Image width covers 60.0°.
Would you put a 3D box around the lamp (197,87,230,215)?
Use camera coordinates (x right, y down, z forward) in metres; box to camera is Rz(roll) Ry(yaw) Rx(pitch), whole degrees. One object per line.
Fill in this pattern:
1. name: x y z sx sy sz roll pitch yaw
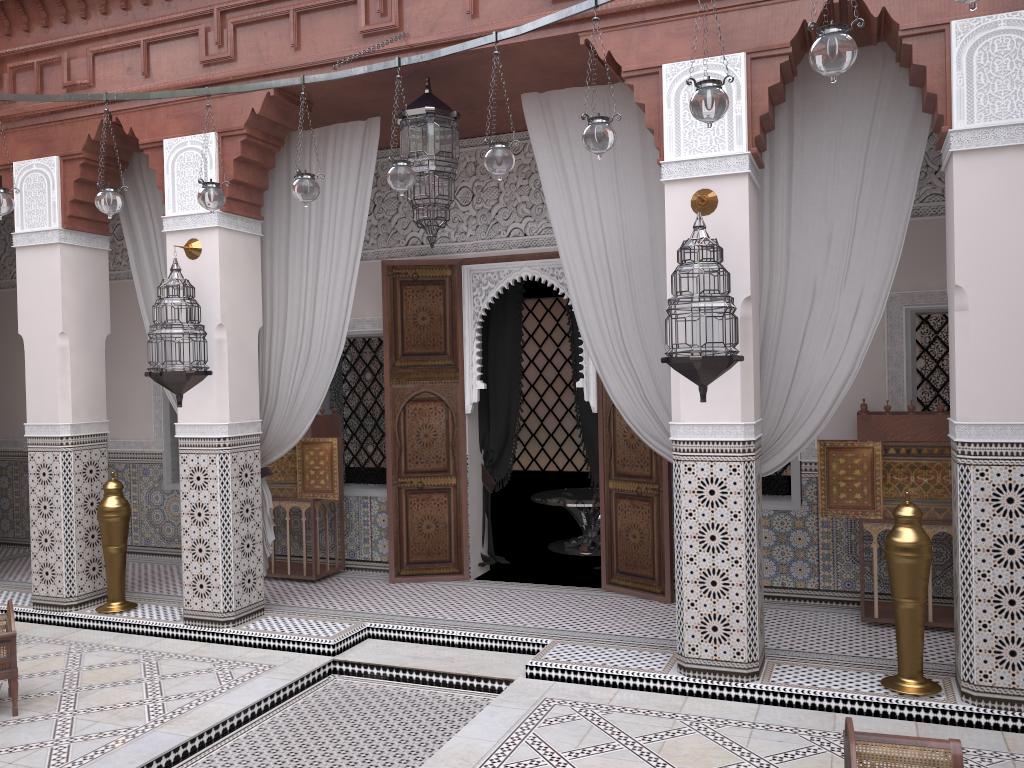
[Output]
1. lamp: -0.882 -0.682 2.609 0.091 0.371 0.090 -2 1 -24

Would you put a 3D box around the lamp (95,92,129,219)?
1. lamp: -1.194 -0.675 2.633 0.091 0.371 0.090 -2 1 -34

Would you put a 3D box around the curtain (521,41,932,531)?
1. curtain: 0.665 -0.119 2.799 1.304 1.761 0.048 -1 1 22

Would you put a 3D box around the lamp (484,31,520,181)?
1. lamp: -0.029 -0.698 2.237 0.091 0.371 0.090 -1 1 -4

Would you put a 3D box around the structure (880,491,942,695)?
1. structure: 1.099 0.566 2.454 0.156 0.539 0.156 -1 1 27

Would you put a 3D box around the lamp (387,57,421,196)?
1. lamp: -0.296 -0.693 2.399 0.091 0.371 0.090 -1 1 -14

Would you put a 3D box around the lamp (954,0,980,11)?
1. lamp: 0.641 -0.702 1.224 0.091 0.371 0.090 -1 1 36

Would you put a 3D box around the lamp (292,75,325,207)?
1. lamp: -0.587 -0.688 2.525 0.091 0.371 0.090 -2 1 -34

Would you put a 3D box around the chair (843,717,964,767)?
1. chair: 0.700 0.761 1.560 0.208 0.313 0.263 -1 1 17

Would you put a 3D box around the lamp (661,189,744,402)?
1. lamp: 0.525 -0.258 2.462 0.216 0.618 0.217 -1 1 22

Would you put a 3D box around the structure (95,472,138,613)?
1. structure: -1.570 0.616 3.506 0.156 0.539 0.156 -1 1 -7

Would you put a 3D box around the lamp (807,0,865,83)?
1. lamp: 0.555 -0.703 1.524 0.091 0.371 0.090 -1 1 21

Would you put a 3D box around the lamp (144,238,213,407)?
1. lamp: -1.183 -0.226 3.136 0.216 0.618 0.217 -1 1 22

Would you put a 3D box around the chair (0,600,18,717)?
1. chair: -1.562 0.802 2.577 0.208 0.313 0.263 -2 1 -33

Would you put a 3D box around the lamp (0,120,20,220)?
1. lamp: -1.509 -0.668 2.609 0.090 0.371 0.091 -1 1 36

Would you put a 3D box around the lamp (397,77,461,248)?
1. lamp: -0.277 -0.744 2.986 0.221 0.571 0.220 -1 1 22

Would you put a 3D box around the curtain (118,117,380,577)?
1. curtain: -1.058 -0.087 3.499 1.304 1.761 0.048 -1 1 21

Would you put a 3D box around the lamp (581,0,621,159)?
1. lamp: 0.203 -0.701 2.035 0.091 0.371 0.090 -1 1 6

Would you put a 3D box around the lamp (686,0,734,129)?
1. lamp: 0.404 -0.703 1.796 0.091 0.371 0.090 -1 1 21

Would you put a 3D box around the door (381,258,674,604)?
1. door: 0.098 0.118 3.806 1.244 1.461 0.419 -1 1 22
